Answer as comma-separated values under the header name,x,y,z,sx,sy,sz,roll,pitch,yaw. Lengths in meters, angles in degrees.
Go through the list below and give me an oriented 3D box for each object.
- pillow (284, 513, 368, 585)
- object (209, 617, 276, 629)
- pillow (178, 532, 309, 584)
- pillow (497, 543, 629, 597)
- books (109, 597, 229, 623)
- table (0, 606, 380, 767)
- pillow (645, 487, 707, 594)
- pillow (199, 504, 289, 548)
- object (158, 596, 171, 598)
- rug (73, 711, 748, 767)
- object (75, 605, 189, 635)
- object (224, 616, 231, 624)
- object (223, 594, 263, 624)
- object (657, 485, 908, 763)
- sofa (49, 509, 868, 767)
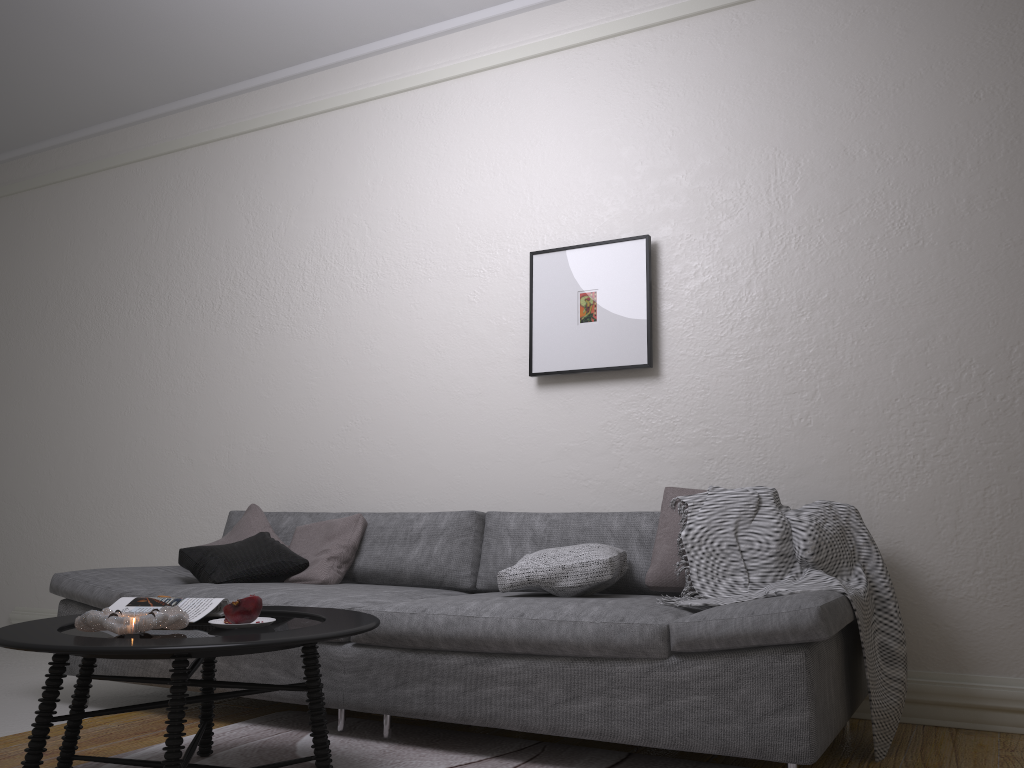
name,x,y,z,sx,sy,sz,roll,pitch,yaw
pillow,-0.864,0.722,3.846,0.416,0.318,0.343,-4,-10,27
object,-0.705,0.626,2.318,0.169,0.015,0.166,3,-9,-17
pillow,-1.132,0.761,3.734,0.429,0.268,0.394,8,-12,-41
pillow,0.189,0.661,3.123,0.401,0.194,0.409,-2,-9,14
books,-0.958,0.632,2.522,0.303,0.048,0.374,-1,-9,7
table,-0.828,0.849,2.300,0.930,0.449,0.958,-4,-10,25
pillow,0.697,0.552,3.111,0.419,0.390,0.246,-4,-10,28
pillow,-1.253,0.767,4.025,0.359,0.448,0.469,8,-12,-40
object,-1.047,0.652,2.653,0.120,0.036,0.119,2,-9,-10
rug,0.309,0.960,1.631,3.647,0.008,1.983,-4,-10,27
object,-0.929,0.581,2.176,0.249,0.062,0.257,-6,-11,35
object,-0.746,0.619,2.356,0.043,0.036,0.036,-6,-11,36
object,-0.697,0.591,2.315,0.112,0.082,0.087,5,-10,-27
object,0.876,0.755,2.876,0.888,0.866,0.617,1,-9,-7
sofa,-0.283,0.861,3.362,3.008,0.772,1.120,-4,-10,27
